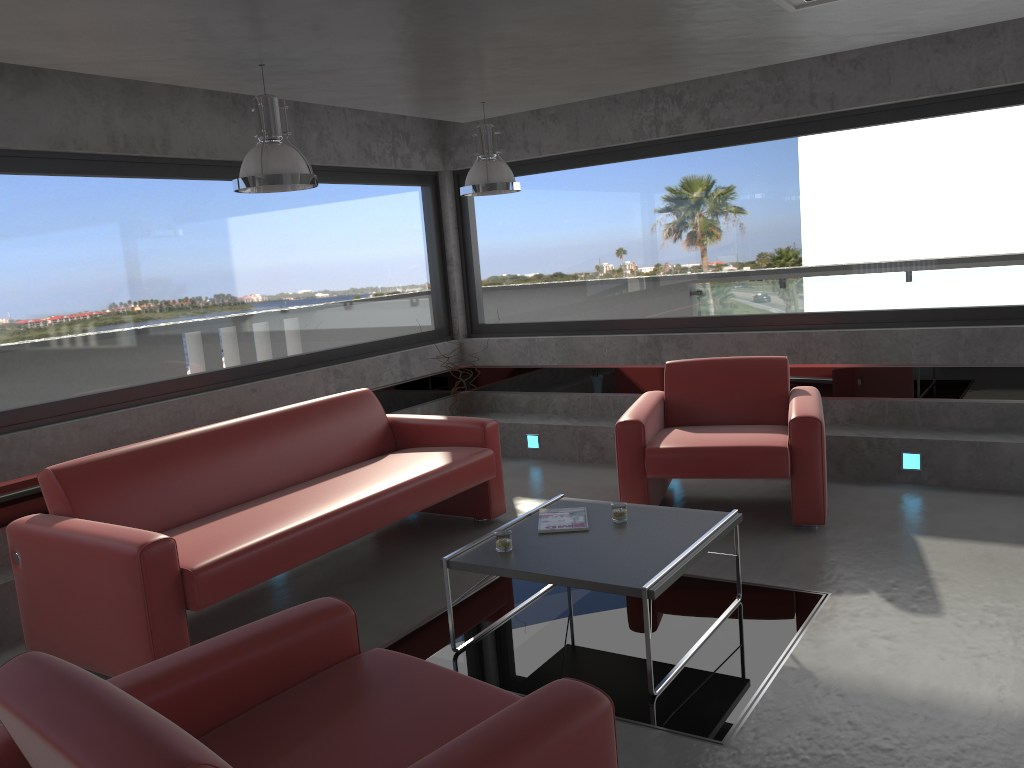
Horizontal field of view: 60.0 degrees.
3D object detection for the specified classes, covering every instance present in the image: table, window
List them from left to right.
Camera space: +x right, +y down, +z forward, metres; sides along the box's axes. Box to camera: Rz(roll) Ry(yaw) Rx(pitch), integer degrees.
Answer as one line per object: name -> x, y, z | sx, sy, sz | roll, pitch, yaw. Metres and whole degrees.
window -> -2.806, -0.492, 4.708 | 0.003, 1.364, 7.800 | 1, 10, 33
table -> 0.391, 0.875, 3.964 | 0.994, 0.436, 1.018 | 1, 10, 33
window -> 1.523, -1.161, 6.788 | 4.583, 1.364, 0.003 | 1, 10, 33

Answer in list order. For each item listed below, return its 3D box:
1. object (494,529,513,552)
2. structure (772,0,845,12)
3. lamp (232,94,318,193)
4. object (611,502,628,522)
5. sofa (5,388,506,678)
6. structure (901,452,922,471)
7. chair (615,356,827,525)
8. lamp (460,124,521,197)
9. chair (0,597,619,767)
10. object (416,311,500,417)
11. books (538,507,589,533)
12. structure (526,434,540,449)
object -> -0.036, 0.680, 3.848 | 0.079, 0.077, 0.079 | -2, 9, 16
structure -> 1.304, -1.711, 3.515 | 0.563, 0.240, 0.563 | 1, 10, 33
lamp -> -1.125, -1.126, 4.140 | 0.389, 0.422, 0.388 | 1, 10, 33
object -> 0.500, 0.595, 4.122 | 0.079, 0.077, 0.079 | 2, 11, 41
sofa -> -1.166, 0.623, 4.875 | 1.120, 0.854, 2.626 | 1, 10, 33
structure -> 2.579, 0.500, 5.729 | 0.123, 0.123, 0.004 | 1, 10, 33
chair -> 1.316, 0.317, 5.534 | 1.196, 0.854, 1.130 | -2, 9, 18
lamp -> -0.152, -1.424, 5.624 | 0.388, 0.422, 0.389 | -1, 9, 23
chair -> -0.486, 0.962, 2.150 | 1.196, 0.854, 1.130 | 3, 11, 43
object -> -0.396, 0.095, 6.793 | 0.466, 1.289, 0.531 | -13, 11, -43
books -> 0.241, 0.636, 4.183 | 0.228, 0.022, 0.326 | -4, 8, 4
structure -> 0.173, 0.474, 7.301 | 0.123, 0.123, 0.004 | 1, 10, 33
